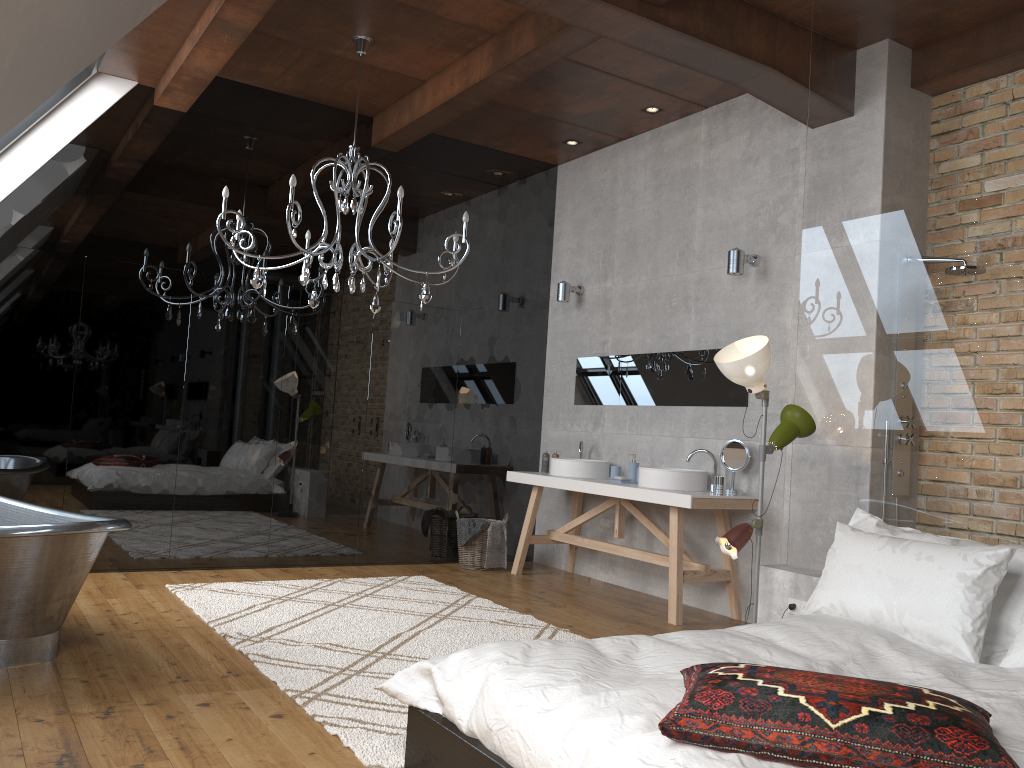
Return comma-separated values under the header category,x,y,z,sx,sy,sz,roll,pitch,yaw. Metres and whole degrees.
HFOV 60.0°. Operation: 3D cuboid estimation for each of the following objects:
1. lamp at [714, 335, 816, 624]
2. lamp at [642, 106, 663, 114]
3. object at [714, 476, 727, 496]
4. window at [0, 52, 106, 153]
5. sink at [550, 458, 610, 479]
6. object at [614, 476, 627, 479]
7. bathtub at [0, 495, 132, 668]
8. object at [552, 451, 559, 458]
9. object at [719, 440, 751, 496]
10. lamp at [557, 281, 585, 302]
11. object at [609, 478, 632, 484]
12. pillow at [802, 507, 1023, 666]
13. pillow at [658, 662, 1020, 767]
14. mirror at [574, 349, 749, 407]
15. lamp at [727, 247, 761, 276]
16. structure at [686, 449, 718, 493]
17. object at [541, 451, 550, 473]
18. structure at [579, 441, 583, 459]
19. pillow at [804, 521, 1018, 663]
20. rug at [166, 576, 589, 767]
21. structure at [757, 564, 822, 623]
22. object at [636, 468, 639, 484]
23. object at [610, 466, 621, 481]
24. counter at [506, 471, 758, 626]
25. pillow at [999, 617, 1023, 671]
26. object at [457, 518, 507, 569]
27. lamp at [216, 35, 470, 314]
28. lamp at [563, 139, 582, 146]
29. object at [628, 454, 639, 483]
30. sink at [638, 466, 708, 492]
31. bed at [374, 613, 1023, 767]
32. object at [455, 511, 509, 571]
category,x,y,z,sx,sy,sz,roll,pitch,yaw
lamp,1.144,0.568,4.134,0.561,1.582,0.270,6,-4,-35
lamp,0.979,-1.920,6.177,0.113,0.027,0.115,6,-4,-32
object,1.250,0.610,5.322,0.073,0.111,0.073,6,-4,-40
window,-2.968,-1.109,4.422,1.702,2.162,1.713,6,-4,-32
sink,0.499,0.622,6.549,0.445,0.128,0.442,1,-4,40
object,0.744,0.648,6.071,0.067,0.035,0.084,6,-4,-30
bathtub,-2.423,0.793,3.910,1.811,0.652,0.872,2,-4,31
object,0.338,0.612,6.918,0.058,0.172,0.058,1,-4,44
object,1.367,0.512,5.457,0.192,0.338,0.118,3,-3,14
lamp,0.471,-0.734,7.090,0.243,0.168,0.101,6,-4,-32
object,0.743,0.662,6.071,0.100,0.031,0.147,6,-4,-30
pillow,1.818,0.773,3.062,0.358,0.517,1.746,6,-4,-33
pillow,0.735,0.767,2.042,0.748,0.157,0.453,3,-3,18
mirror,0.999,-0.033,6.326,0.007,0.377,1.838,6,-4,-32
lamp,1.448,-0.758,5.533,0.243,0.168,0.101,6,-4,-32
structure,1.237,0.549,5.626,0.141,0.268,0.242,6,-4,-37
object,0.263,0.606,6.908,0.058,0.172,0.058,1,-4,37
structure,0.513,0.566,6.779,0.141,0.268,0.242,5,-4,-27
pillow,1.461,0.757,3.319,0.276,0.397,0.744,6,-4,-32
rug,-0.527,1.264,4.488,1.726,0.019,3.139,6,-4,-32
structure,2.011,1.114,3.145,0.206,0.494,2.820,6,-4,-32
object,0.889,0.632,6.080,0.075,0.108,0.075,4,-3,-11
object,0.725,0.628,6.196,0.075,0.108,0.075,3,-3,4
counter,0.737,1.061,6.099,0.630,0.765,2.011,6,-4,-32
pillow,1.883,0.770,2.646,0.291,0.385,0.748,6,-4,-32
object,-0.259,1.214,6.821,0.357,0.361,0.378,5,-4,-27
lamp,-0.955,-1.286,5.314,1.409,1.594,1.409,4,-3,-9
lamp,0.474,-1.908,6.980,0.113,0.027,0.115,6,-4,-32
object,0.848,0.588,6.175,0.076,0.201,0.076,6,-4,-39
sink,1.032,0.609,5.699,0.442,0.128,0.445,2,-3,22
bed,1.074,1.039,2.408,2.169,0.442,2.300,6,-4,-32
object,-0.246,1.208,6.869,0.393,0.432,0.393,6,-4,-40
